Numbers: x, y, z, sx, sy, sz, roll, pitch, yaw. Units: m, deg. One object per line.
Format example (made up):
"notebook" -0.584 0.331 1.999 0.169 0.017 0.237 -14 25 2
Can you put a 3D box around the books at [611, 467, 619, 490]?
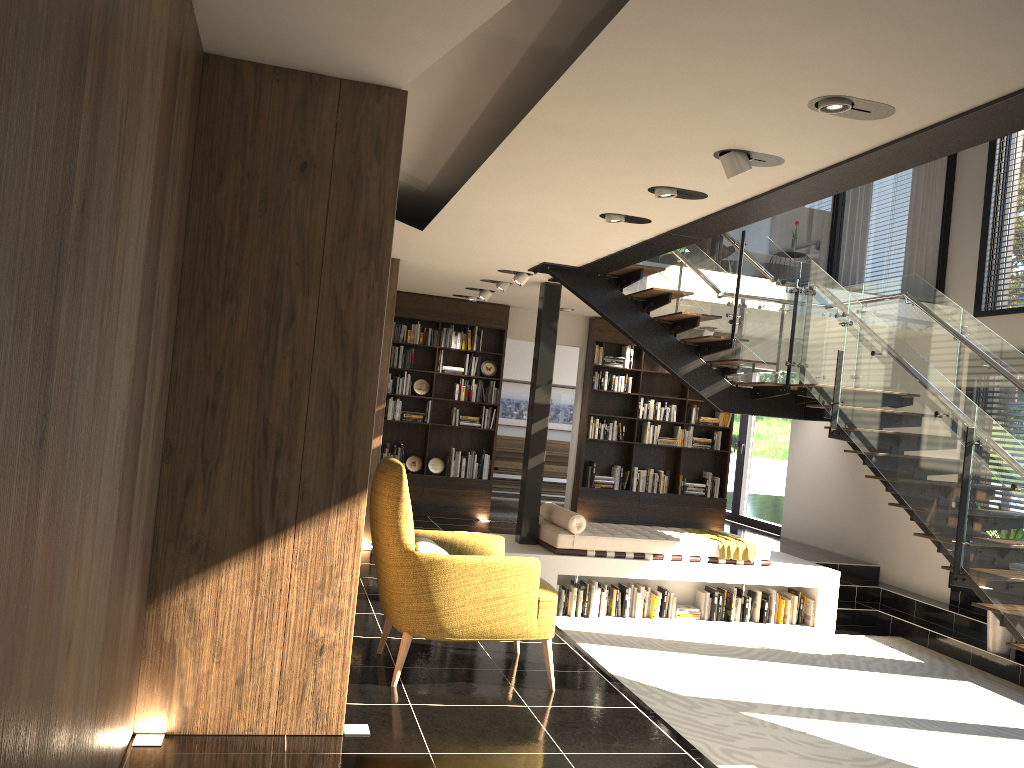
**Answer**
"books" 1.334 1.228 11.540 0.031 0.284 0.177 6 -1 -14

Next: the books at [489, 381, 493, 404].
"books" -0.274 0.104 11.089 0.018 0.278 0.114 6 -1 -14

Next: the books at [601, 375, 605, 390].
"books" 1.170 -0.016 11.473 0.021 0.196 0.103 6 -1 -14

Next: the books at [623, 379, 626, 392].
"books" 1.441 0.026 11.544 0.025 0.170 0.113 6 -1 -14

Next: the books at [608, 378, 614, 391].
"books" 1.280 0.007 11.484 0.029 0.173 0.138 6 -1 -14

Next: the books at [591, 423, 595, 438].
"books" 1.018 0.601 11.442 0.028 0.199 0.175 6 -1 -14

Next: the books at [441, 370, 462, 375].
"books" -0.754 -0.143 11.035 0.239 0.033 0.176 6 -2 -17

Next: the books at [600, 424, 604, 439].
"books" 1.139 0.615 11.480 0.024 0.197 0.173 6 -1 -14

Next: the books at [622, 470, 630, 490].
"books" 1.466 1.257 11.594 0.075 0.254 0.181 6 -1 -14

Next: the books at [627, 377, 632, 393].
"books" 1.509 0.014 11.538 0.034 0.206 0.168 6 -1 -14

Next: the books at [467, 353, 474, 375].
"books" -0.540 -0.248 11.043 0.049 0.286 0.259 6 -1 -14

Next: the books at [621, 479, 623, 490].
"books" 1.412 1.273 11.597 0.023 0.212 0.123 6 -1 -14

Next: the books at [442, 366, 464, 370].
"books" -0.747 -0.199 11.032 0.264 0.021 0.189 6 -2 -16

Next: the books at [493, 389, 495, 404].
"books" -0.244 0.124 11.101 0.018 0.246 0.144 6 -1 -14

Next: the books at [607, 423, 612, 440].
"books" 1.247 0.615 11.506 0.030 0.221 0.190 6 -1 -14

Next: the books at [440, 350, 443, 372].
"books" -0.889 -0.281 10.975 0.016 0.278 0.209 6 -1 -14

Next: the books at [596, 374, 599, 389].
"books" 1.091 -0.029 11.462 0.021 0.207 0.102 6 -1 -14

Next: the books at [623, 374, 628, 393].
"books" 1.470 -0.009 11.563 0.032 0.247 0.114 6 -1 -14

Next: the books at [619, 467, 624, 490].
"books" 1.394 1.226 11.570 0.036 0.302 0.186 6 -1 -14

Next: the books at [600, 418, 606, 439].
"books" 1.167 0.581 11.490 0.029 0.272 0.152 6 -1 -14

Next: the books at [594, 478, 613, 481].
"books" 1.165 1.235 11.527 0.271 0.025 0.156 6 -2 -13

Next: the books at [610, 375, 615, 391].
"books" 1.301 -0.008 11.519 0.025 0.208 0.114 6 -1 -14

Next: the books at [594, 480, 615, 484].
"books" 1.166 1.262 11.513 0.287 0.030 0.176 6 -2 -17

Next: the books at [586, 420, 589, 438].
"books" 0.956 0.577 11.462 0.028 0.237 0.134 6 -1 -14

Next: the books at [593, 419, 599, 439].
"books" 1.070 0.577 11.456 0.029 0.258 0.181 6 -1 -14

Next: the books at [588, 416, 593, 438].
"books" 0.994 0.557 11.437 0.028 0.282 0.168 6 -1 -14

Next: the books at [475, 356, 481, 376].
"books" -0.434 -0.219 11.075 0.035 0.251 0.196 6 -1 -14

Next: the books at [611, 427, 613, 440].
"books" 1.270 0.643 11.524 0.027 0.171 0.146 6 -1 -14

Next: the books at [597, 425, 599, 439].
"books" 1.089 0.605 11.475 0.022 0.207 0.130 6 -1 -14

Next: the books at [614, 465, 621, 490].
"books" 1.360 1.218 11.566 0.031 0.310 0.169 6 -1 -14

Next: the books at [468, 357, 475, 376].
"books" -0.508 -0.219 11.053 0.025 0.235 0.232 6 -1 -14

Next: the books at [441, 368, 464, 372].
"books" -0.748 -0.174 11.023 0.266 0.030 0.209 6 -2 -14

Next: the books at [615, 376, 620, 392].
"books" 1.360 -0.003 11.522 0.025 0.211 0.126 6 -1 -14

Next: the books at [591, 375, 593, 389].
"books" 1.003 -0.042 11.440 0.031 0.212 0.127 6 -1 -14

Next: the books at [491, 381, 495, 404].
"books" -0.253 0.106 11.075 0.016 0.278 0.202 6 -1 -14

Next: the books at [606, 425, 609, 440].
"books" 1.212 0.626 11.510 0.033 0.193 0.172 6 -1 -14

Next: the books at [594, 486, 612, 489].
"books" 1.153 1.339 11.530 0.247 0.026 0.148 6 -2 -15

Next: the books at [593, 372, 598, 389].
"books" 1.067 -0.043 11.461 0.030 0.230 0.103 6 -1 -14

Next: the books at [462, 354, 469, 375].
"books" -0.580 -0.241 11.050 0.023 0.264 0.218 6 -1 -14

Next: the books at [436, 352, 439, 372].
"books" -0.943 -0.268 10.983 0.028 0.242 0.194 6 -1 -14

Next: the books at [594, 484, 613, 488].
"books" 1.160 1.315 11.514 0.258 0.024 0.167 6 -2 -14

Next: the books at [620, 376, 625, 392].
"books" 1.419 0.003 11.534 0.028 0.211 0.133 6 -1 -14

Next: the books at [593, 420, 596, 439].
"books" 1.040 0.581 11.467 0.023 0.245 0.159 6 -1 -14

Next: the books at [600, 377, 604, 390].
"books" 1.145 -0.004 11.463 0.030 0.168 0.125 6 -1 -14

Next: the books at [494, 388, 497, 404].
"books" -0.224 0.149 11.098 0.023 0.200 0.121 6 -1 -14

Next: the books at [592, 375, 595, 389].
"books" 1.035 -0.021 11.439 0.037 0.177 0.109 6 -1 -14

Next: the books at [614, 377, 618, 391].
"books" 1.333 0.002 11.506 0.033 0.194 0.120 6 -1 -14

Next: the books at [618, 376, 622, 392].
"books" 1.386 0.002 11.538 0.034 0.208 0.112 6 -1 -14

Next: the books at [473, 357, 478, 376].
"books" -0.477 -0.217 11.079 0.047 0.238 0.225 6 -1 -14

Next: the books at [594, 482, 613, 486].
"books" 1.159 1.290 11.527 0.271 0.025 0.156 6 -2 -13

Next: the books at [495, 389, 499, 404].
"books" -0.197 0.153 11.089 0.026 0.196 0.170 6 -1 -14

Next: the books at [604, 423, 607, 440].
"books" 1.186 0.611 11.509 0.021 0.216 0.170 6 -1 -14

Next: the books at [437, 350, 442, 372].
"books" -0.908 -0.283 10.965 0.027 0.279 0.166 6 -1 -14

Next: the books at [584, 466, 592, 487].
"books" 0.982 1.198 11.482 0.025 0.270 0.156 6 -1 -14

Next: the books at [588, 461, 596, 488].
"books" 1.023 1.166 11.446 0.028 0.340 0.203 6 -1 -14

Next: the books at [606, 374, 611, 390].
"books" 1.237 -0.022 11.501 0.052 0.224 0.099 6 -1 -14

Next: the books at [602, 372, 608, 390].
"books" 1.198 -0.037 11.485 0.034 0.245 0.127 6 -1 -14

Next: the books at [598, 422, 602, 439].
"books" 1.114 0.598 11.481 0.028 0.227 0.136 6 -1 -14

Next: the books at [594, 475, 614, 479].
"books" 1.170 1.210 11.517 0.257 0.024 0.167 6 -2 -14

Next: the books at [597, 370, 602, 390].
"books" 1.118 -0.050 11.469 0.029 0.254 0.128 6 -1 -14
